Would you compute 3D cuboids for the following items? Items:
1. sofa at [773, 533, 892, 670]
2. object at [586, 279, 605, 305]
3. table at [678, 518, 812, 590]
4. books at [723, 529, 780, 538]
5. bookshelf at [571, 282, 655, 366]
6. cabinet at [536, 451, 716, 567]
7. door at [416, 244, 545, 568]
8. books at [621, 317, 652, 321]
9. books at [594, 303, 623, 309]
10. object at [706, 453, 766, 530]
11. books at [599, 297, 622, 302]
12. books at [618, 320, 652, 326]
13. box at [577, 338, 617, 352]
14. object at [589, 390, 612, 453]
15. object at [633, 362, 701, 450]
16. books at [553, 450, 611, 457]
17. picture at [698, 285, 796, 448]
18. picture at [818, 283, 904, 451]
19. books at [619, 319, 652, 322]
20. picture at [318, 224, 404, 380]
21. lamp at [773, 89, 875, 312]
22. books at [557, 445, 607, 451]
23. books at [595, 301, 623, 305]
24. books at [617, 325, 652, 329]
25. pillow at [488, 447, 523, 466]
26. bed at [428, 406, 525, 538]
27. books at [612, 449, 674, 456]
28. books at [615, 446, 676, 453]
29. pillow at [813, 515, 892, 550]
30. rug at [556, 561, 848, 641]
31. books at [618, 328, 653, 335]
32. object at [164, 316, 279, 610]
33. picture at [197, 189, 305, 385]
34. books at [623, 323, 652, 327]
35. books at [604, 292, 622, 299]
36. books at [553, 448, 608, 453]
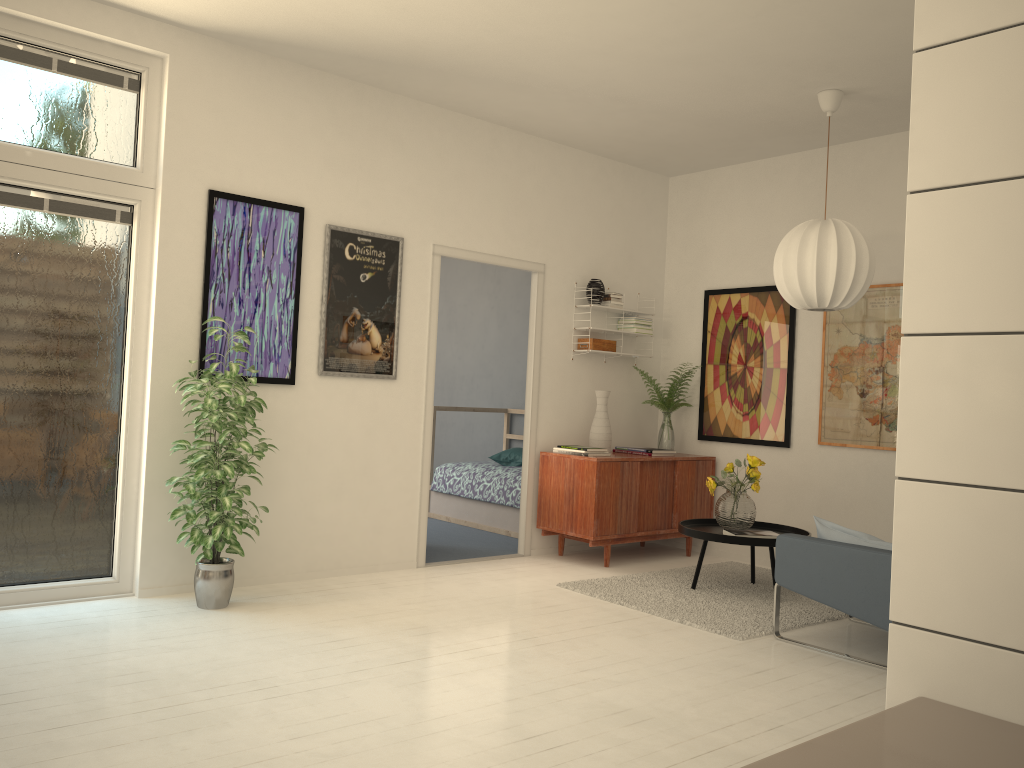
[{"bbox_3d":[2.128,0.885,4.380,1.602,0.773,0.964,3,-1,-41],"label":"sofa"},{"bbox_3d":[0.599,-0.659,6.371,0.139,0.200,0.139,3,-1,4],"label":"object"},{"bbox_3d":[1.367,1.047,5.264,0.760,0.386,0.761,3,-1,-25],"label":"table"},{"bbox_3d":[1.390,0.873,5.115,0.289,0.031,0.200,3,-1,-6],"label":"books"},{"bbox_3d":[0.762,-0.435,6.542,0.695,0.565,0.184,4,-1,-41],"label":"bookshelf"},{"bbox_3d":[0.832,0.866,6.341,1.262,0.727,0.546,4,-1,-41],"label":"cabinet"},{"bbox_3d":[-0.468,0.146,6.194,0.955,2.033,0.882,4,-1,-41],"label":"door"},{"bbox_3d":[0.937,-0.489,6.678,0.195,0.016,0.147,3,-1,-43],"label":"books"},{"bbox_3d":[0.704,-0.566,6.487,0.146,0.028,0.159,4,-1,-44],"label":"books"},{"bbox_3d":[1.349,0.654,5.361,0.361,0.471,0.291,3,-1,-2],"label":"object"},{"bbox_3d":[0.702,-0.612,6.487,0.155,0.024,0.136,2,-1,42],"label":"books"},{"bbox_3d":[0.927,-0.458,6.681,0.190,0.023,0.173,3,-1,-41],"label":"books"},{"bbox_3d":[0.615,-0.279,6.426,0.265,0.084,0.152,3,-1,-40],"label":"box"},{"bbox_3d":[0.636,0.269,6.315,0.158,0.445,0.160,3,-1,-1],"label":"object"},{"bbox_3d":[1.185,0.180,6.666,0.398,0.686,0.476,4,-1,-39],"label":"object"},{"bbox_3d":[0.478,0.471,6.059,0.237,0.020,0.320,4,-1,-44],"label":"books"},{"bbox_3d":[1.688,-0.134,6.413,0.018,1.134,0.778,4,-1,-41],"label":"picture"},{"bbox_3d":[2.352,-0.110,5.640,0.012,1.053,0.838,4,-1,-41],"label":"picture"},{"bbox_3d":[0.934,-0.475,6.683,0.197,0.013,0.153,3,-1,-38],"label":"books"},{"bbox_3d":[-0.883,-0.471,5.241,0.525,0.869,0.020,4,-1,-40],"label":"picture"},{"bbox_3d":[1.765,-1.028,4.986,0.536,1.229,0.536,3,-1,-7],"label":"lamp"},{"bbox_3d":[0.480,0.439,6.058,0.192,0.015,0.311,3,-1,-37],"label":"books"},{"bbox_3d":[0.712,-0.590,6.483,0.131,0.019,0.158,3,-1,-39],"label":"books"},{"bbox_3d":[0.922,-0.426,6.681,0.197,0.021,0.168,3,-1,-38],"label":"books"},{"bbox_3d":[0.056,0.614,7.446,0.378,0.153,0.415,3,-1,26],"label":"pillow"},{"bbox_3d":[0.116,0.716,7.445,0.933,0.974,1.656,4,-1,-41],"label":"bed"},{"bbox_3d":[0.956,0.499,6.449,0.259,0.022,0.371,3,-1,-41],"label":"books"},{"bbox_3d":[0.970,0.478,6.443,0.255,0.020,0.368,3,-1,-38],"label":"books"},{"bbox_3d":[1.602,0.798,4.007,0.141,0.353,0.533,4,-1,-41],"label":"pillow"},{"bbox_3d":[1.321,1.236,5.237,1.660,0.012,1.304,3,-1,-39],"label":"rug"},{"bbox_3d":[0.930,-0.396,6.682,0.190,0.038,0.179,3,-1,-41],"label":"books"},{"bbox_3d":[-1.452,0.381,4.390,0.514,1.424,0.568,3,-1,2],"label":"object"},{"bbox_3d":[-1.401,-0.505,4.797,0.545,0.999,0.018,4,-1,-40],"label":"picture"},{"bbox_3d":[0.935,-0.441,6.692,0.195,0.012,0.147,3,-1,-43],"label":"books"},{"bbox_3d":[0.707,-0.642,6.475,0.178,0.036,0.145,2,-1,43],"label":"books"},{"bbox_3d":[0.472,0.454,6.066,0.240,0.015,0.296,3,-1,-41],"label":"books"}]
